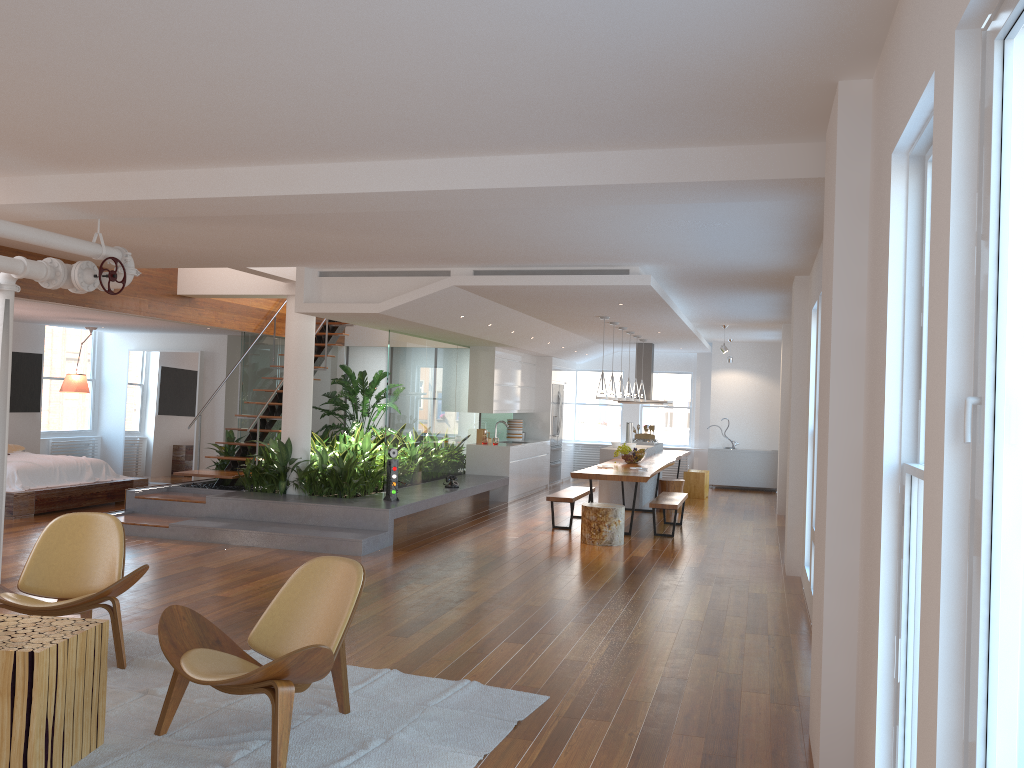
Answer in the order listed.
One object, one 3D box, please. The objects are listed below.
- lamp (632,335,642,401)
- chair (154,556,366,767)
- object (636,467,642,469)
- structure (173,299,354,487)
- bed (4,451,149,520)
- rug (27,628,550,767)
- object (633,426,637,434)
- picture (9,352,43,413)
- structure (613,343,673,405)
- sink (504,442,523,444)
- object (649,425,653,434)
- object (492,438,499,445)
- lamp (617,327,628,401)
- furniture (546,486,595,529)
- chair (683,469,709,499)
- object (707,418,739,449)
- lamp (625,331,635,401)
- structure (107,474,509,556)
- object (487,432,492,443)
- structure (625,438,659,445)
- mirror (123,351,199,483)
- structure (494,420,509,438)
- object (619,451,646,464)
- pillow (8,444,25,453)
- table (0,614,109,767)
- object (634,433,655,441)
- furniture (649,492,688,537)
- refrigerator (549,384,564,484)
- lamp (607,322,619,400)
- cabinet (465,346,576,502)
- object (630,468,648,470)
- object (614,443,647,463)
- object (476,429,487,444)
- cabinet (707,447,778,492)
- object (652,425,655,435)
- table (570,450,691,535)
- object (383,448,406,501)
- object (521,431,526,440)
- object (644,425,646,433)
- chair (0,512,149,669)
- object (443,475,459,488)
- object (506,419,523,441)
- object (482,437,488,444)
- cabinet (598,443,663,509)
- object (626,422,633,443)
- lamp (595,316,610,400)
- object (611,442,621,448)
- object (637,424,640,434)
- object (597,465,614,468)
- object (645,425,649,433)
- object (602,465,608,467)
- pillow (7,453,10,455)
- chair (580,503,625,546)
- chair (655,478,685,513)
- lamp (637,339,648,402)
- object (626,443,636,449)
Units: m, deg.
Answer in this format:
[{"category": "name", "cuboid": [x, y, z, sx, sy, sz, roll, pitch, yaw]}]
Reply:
[{"category": "lamp", "cuboid": [1.875, -0.269, 13.379, 0.160, 1.060, 0.160, 1, -1, 43]}, {"category": "chair", "cuboid": [-1.018, 1.169, 3.723, 0.867, 0.752, 0.856, 2, -1, -24]}, {"category": "object", "cuboid": [1.534, 1.022, 10.705, 0.070, 0.030, 0.079, 3, -1, -31]}, {"category": "structure", "cuboid": [-2.062, -0.626, 12.046, 2.552, 4.265, 4.591, 2, -1, 16]}, {"category": "bed", "cuboid": [-6.249, 1.181, 11.058, 2.314, 0.595, 2.207, 2, -1, 16]}, {"category": "rug", "cuboid": [-2.052, 1.463, 3.477, 3.525, 0.057, 3.478, 2, -1, 20]}, {"category": "object", "cuboid": [2.173, 0.873, 15.526, 0.199, 0.259, 0.016, 1, -1, 26]}, {"category": "picture", "cuboid": [-7.261, -0.052, 11.495, 0.001, 0.854, 2.969, 2, -1, 16]}, {"category": "structure", "cuboid": [2.250, -0.359, 15.038, 0.909, 1.405, 0.900, 2, -1, 16]}, {"category": "sink", "cuboid": [0.006, 1.057, 14.245, 0.449, 0.192, 0.666, 2, -1, 16]}, {"category": "object", "cuboid": [2.414, 0.864, 15.443, 0.068, 0.298, 0.039, 2, -1, 16]}, {"category": "object", "cuboid": [-0.245, 0.858, 13.247, 0.094, 0.106, 0.094, 2, -1, 21]}, {"category": "lamp", "cuboid": [1.483, -0.307, 11.987, 0.160, 1.060, 0.160, 1, -1, 43]}, {"category": "furniture", "cuboid": [0.738, 1.525, 10.951, 0.316, 0.389, 1.433, 2, -1, 16]}, {"category": "chair", "cuboid": [3.024, 1.643, 14.556, 0.344, 0.430, 0.549, 2, -1, 20]}, {"category": "object", "cuboid": [3.900, 0.906, 16.321, 0.590, 0.563, 0.210, 2, -1, -13]}, {"category": "lamp", "cuboid": [1.679, -0.288, 12.683, 0.160, 1.060, 0.160, 1, -1, 43]}, {"category": "structure", "cuboid": [-2.111, 1.447, 11.314, 3.088, 0.386, 5.584, 2, -1, 16]}, {"category": "object", "cuboid": [-0.388, 0.835, 13.876, 0.100, 0.170, 0.173, 2, -1, 17]}, {"category": "structure", "cuboid": [2.209, 0.972, 15.042, 0.520, 0.073, 0.650, 2, -1, 16]}, {"category": "mirror", "cuboid": [-5.511, 0.515, 13.895, 1.267, 2.044, 0.049, 2, -1, 16]}, {"category": "structure", "cuboid": [-0.167, 0.855, 14.329, 0.248, 0.536, 0.115, 2, -1, 16]}, {"category": "object", "cuboid": [1.597, 0.985, 11.751, 0.360, 0.159, 0.360, 2, -1, -21]}, {"category": "pillow", "cuboid": [-6.858, 0.861, 11.190, 0.467, 0.212, 1.410, 2, -1, 14]}, {"category": "table", "cuboid": [-1.988, 1.241, 3.490, 0.548, 0.534, 0.489, 2, -1, 4]}, {"category": "object", "cuboid": [2.319, 0.939, 15.475, 0.353, 0.157, 0.084, 2, -1, 16]}, {"category": "furniture", "cuboid": [1.885, 1.559, 10.627, 0.316, 0.389, 1.433, 2, -1, 16]}, {"category": "refrigerator", "cuboid": [0.526, 0.887, 15.949, 0.725, 1.772, 0.908, 2, -1, 16]}, {"category": "lamp", "cuboid": [1.287, -0.326, 11.292, 0.160, 1.060, 0.160, 1, -1, 43]}, {"category": "cabinet", "cuboid": [0.280, 0.651, 15.253, 0.676, 2.280, 4.565, 2, -1, 16]}, {"category": "object", "cuboid": [1.533, 1.028, 10.705, 0.222, 0.020, 0.222, 2, -1, 8]}, {"category": "object", "cuboid": [1.579, 0.922, 11.773, 0.394, 0.284, 0.292, 2, -1, -20]}, {"category": "object", "cuboid": [-0.468, 0.803, 13.642, 0.104, 0.222, 0.200, 2, -1, 16]}, {"category": "cabinet", "cuboid": [4.259, 1.562, 16.248, 1.309, 0.725, 0.420, 2, -1, 16]}, {"category": "object", "cuboid": [2.455, 0.865, 15.450, 0.057, 0.294, 0.030, 2, -1, 16]}, {"category": "table", "cuboid": [1.883, 1.435, 12.714, 0.893, 0.704, 5.996, 2, -1, 16]}, {"category": "object", "cuboid": [-1.244, 0.974, 9.482, 0.134, 0.565, 0.318, 3, -1, -38]}, {"category": "object", "cuboid": [0.111, 0.867, 15.228, 0.284, 0.196, 0.265, 3, -1, -32]}, {"category": "object", "cuboid": [2.324, 0.860, 15.486, 0.061, 0.299, 0.040, 2, -1, 13]}, {"category": "chair", "cuboid": [-2.412, 1.141, 4.862, 0.856, 0.752, 0.867, 2, -1, 21]}, {"category": "object", "cuboid": [-0.770, 1.220, 11.125, 0.216, 0.155, 0.181, 2, -1, -20]}, {"category": "object", "cuboid": [0.042, 0.776, 14.849, 0.267, 0.356, 0.266, 1, -1, 41]}, {"category": "object", "cuboid": [-0.407, 0.854, 13.341, 0.094, 0.106, 0.094, 2, -1, 21]}, {"category": "cabinet", "cuboid": [1.943, 1.399, 14.150, 0.597, 0.832, 2.936, 2, -1, 16]}, {"category": "object", "cuboid": [1.952, 0.814, 14.643, 0.172, 0.356, 0.120, 2, -1, -26]}, {"category": "lamp", "cuboid": [1.091, -0.345, 10.596, 0.160, 1.060, 0.160, 1, -1, 43]}, {"category": "object", "cuboid": [1.555, 0.913, 13.279, 0.152, 0.082, 0.152, 3, -1, -35]}, {"category": "object", "cuboid": [2.210, 0.856, 15.519, 0.055, 0.299, 0.027, 2, -1, 16]}, {"category": "object", "cuboid": [1.141, 1.017, 10.866, 0.222, 0.020, 0.222, 3, -1, -34]}, {"category": "object", "cuboid": [2.352, 0.861, 15.458, 0.057, 0.299, 0.019, 2, -1, 16]}, {"category": "object", "cuboid": [1.141, 1.011, 10.866, 0.070, 0.030, 0.079, 2, -1, -21]}, {"category": "pillow", "cuboid": [-6.633, 0.796, 11.110, 0.372, 0.185, 0.534, 1, -1, 45]}, {"category": "chair", "cuboid": [0.971, 1.499, 9.495, 0.460, 0.400, 0.460, 2, -1, 26]}, {"category": "chair", "cuboid": [2.225, 1.573, 12.481, 0.396, 0.455, 0.402, 2, -1, 6]}, {"category": "lamp", "cuboid": [2.071, -0.250, 14.074, 0.160, 1.060, 0.160, 1, -1, 43]}, {"category": "object", "cuboid": [1.761, 0.917, 13.092, 0.152, 0.082, 0.152, 2, -1, -24]}]
